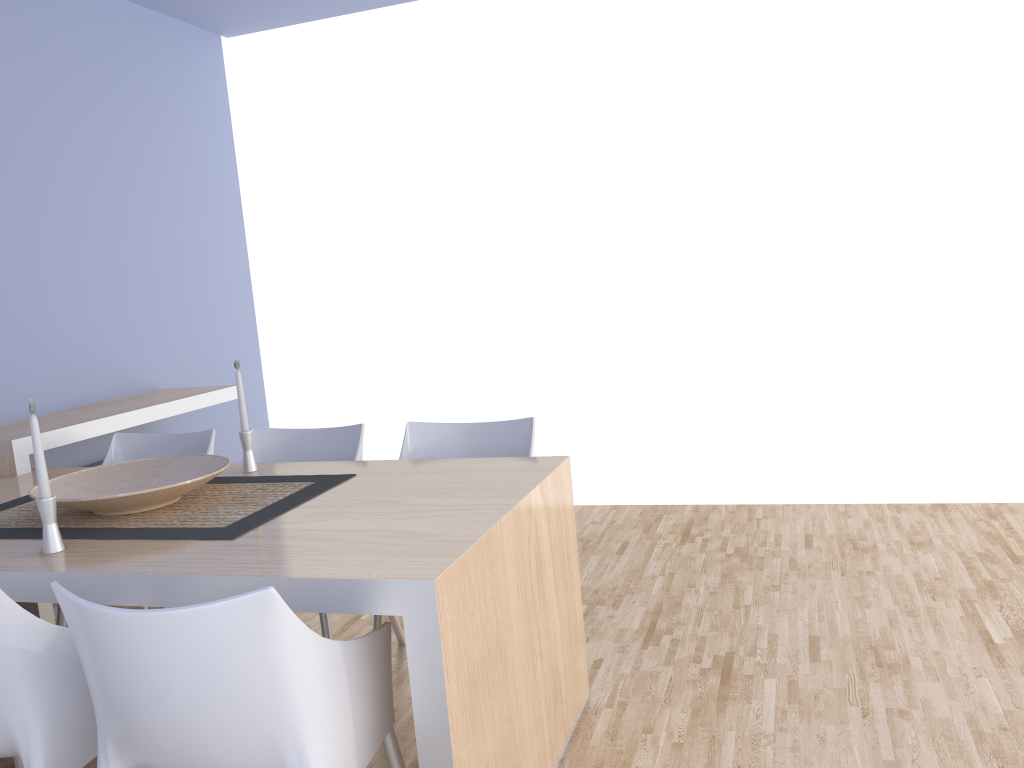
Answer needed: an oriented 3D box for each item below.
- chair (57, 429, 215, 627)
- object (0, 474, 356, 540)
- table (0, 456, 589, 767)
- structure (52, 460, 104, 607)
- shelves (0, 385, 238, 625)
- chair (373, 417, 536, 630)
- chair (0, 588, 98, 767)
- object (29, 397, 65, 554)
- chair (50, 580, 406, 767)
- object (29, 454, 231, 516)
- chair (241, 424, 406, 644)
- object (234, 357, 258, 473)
[{"bbox_3d":[-1.274,0.585,3.096,0.510,0.793,0.486,-3,7,18],"label":"chair"},{"bbox_3d":[-0.994,0.322,2.368,0.986,0.005,0.594,-3,7,17],"label":"object"},{"bbox_3d":[-1.066,0.685,2.436,2.340,0.718,1.002,-3,7,18],"label":"table"},{"bbox_3d":[-2.191,0.791,2.591,0.064,0.503,3.843,-3,7,18],"label":"structure"},{"bbox_3d":[-2.046,0.708,2.462,0.463,0.840,3.901,-3,7,18],"label":"shelves"},{"bbox_3d":[-0.150,0.529,2.731,0.510,0.793,0.486,-3,7,18],"label":"chair"},{"bbox_3d":[-1.038,0.720,1.826,0.510,0.793,0.486,-3,7,18],"label":"chair"},{"bbox_3d":[-1.039,0.201,1.961,0.045,0.349,0.045,-9,8,-30],"label":"object"},{"bbox_3d":[-0.493,0.693,1.649,0.510,0.793,0.486,-3,7,18],"label":"chair"},{"bbox_3d":[-1.001,0.281,2.360,0.493,0.081,0.493,0,9,36],"label":"object"},{"bbox_3d":[-0.715,0.557,2.915,0.510,0.793,0.486,-3,7,19],"label":"chair"},{"bbox_3d":[-0.812,0.092,2.678,0.045,0.349,0.045,-3,7,18],"label":"object"}]
